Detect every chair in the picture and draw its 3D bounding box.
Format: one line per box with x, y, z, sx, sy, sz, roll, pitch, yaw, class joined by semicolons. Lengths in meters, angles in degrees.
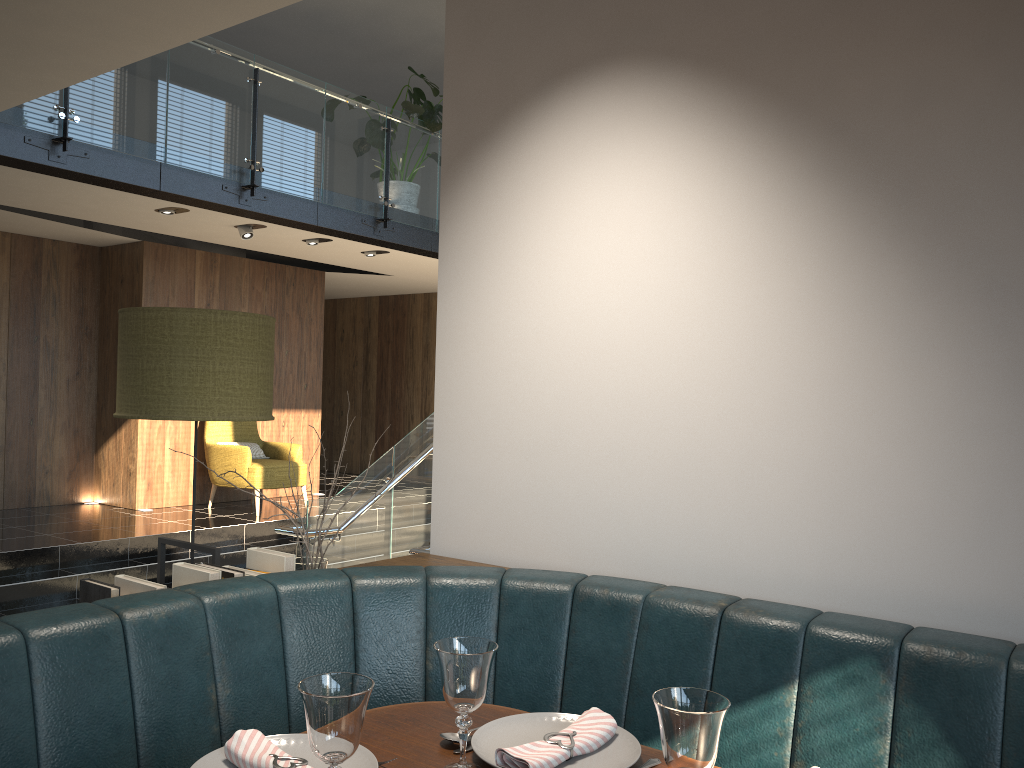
-2.673;0.748;9.223;1.030;1.097;0.808;1;0;36;chair

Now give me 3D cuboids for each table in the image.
0.207;0.921;0.960;1.538;0.661;0.823;1;-1;37;table

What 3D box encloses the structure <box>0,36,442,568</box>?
-0.403;-0.147;7.559;3.447;4.868;7.281;1;-1;36;structure

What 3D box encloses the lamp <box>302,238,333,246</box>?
-1.877;-1.432;8.557;0.346;0.177;0.195;1;-1;37;lamp

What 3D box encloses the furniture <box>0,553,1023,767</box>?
0.376;0.848;1.173;2.609;0.822;1.365;1;-1;37;furniture

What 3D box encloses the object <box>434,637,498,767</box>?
-0.073;0.492;1.347;0.098;0.192;0.098;1;0;34;object

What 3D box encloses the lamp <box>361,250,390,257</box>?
-1.414;-1.409;9.180;0.346;0.177;0.195;1;-1;37;lamp

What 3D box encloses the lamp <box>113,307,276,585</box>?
-0.831;0.526;2.594;0.637;1.445;0.437;2;0;-28;lamp

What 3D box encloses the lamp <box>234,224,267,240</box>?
-2.339;-1.420;7.935;0.346;0.247;0.195;1;-1;37;lamp

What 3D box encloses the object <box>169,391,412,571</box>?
-0.577;0.387;2.445;0.607;0.744;0.406;2;0;-3;object

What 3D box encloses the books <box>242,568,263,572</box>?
-0.645;0.616;2.274;0.173;0.262;0.030;1;0;37;books

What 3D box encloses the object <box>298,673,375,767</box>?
-0.230;0.485;1.150;0.098;0.192;0.098;1;0;34;object

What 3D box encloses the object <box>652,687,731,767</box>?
0.225;0.497;1.130;0.098;0.192;0.098;1;0;34;object

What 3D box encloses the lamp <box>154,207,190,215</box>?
-2.801;-1.487;7.312;0.346;0.158;0.195;1;-1;37;lamp

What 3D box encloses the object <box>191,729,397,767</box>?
-0.340;0.554;1.268;0.269;0.051;0.325;1;-1;40;object

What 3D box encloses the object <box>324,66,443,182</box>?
-1.126;-2.445;9.177;1.464;1.554;1.260;1;0;25;object

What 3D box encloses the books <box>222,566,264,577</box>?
-0.684;0.607;2.235;0.160;0.276;0.030;1;0;37;books

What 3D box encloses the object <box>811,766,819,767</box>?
0.354;0.573;1.199;0.324;0.051;0.269;1;-1;40;object

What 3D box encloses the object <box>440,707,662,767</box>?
0.056;0.568;1.420;0.324;0.051;0.269;1;-1;40;object

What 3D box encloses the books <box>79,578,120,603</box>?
-0.892;0.581;1.906;0.131;0.307;0.022;1;0;37;books

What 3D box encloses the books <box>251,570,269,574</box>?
-0.647;0.609;2.242;0.150;0.274;0.025;1;0;37;books

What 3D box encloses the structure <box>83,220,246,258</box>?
-6.112;-0.308;8.965;1.963;3.017;6.664;1;-1;37;structure

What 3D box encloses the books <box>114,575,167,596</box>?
-0.844;0.590;1.999;0.177;0.294;0.025;1;0;37;books

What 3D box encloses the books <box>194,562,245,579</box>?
-0.719;0.594;2.153;0.169;0.298;0.032;1;0;37;books

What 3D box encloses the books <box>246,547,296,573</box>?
-0.633;0.592;2.307;0.160;0.312;0.035;1;0;37;books

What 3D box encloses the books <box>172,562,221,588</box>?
-0.756;0.589;2.110;0.155;0.306;0.032;1;0;37;books
